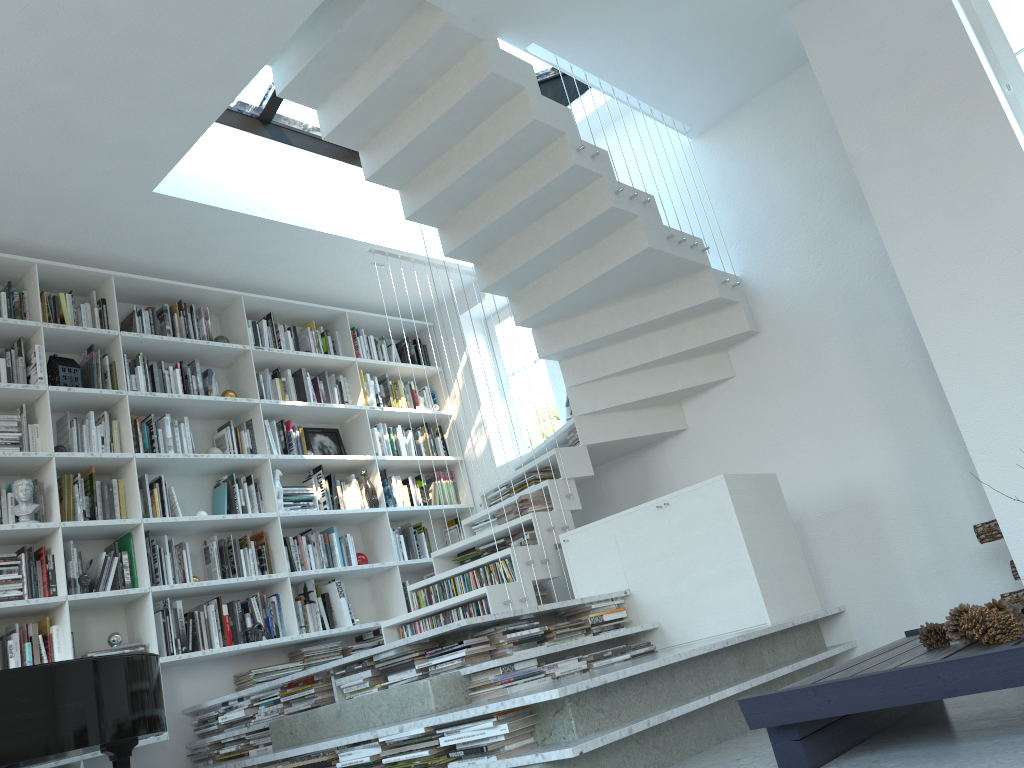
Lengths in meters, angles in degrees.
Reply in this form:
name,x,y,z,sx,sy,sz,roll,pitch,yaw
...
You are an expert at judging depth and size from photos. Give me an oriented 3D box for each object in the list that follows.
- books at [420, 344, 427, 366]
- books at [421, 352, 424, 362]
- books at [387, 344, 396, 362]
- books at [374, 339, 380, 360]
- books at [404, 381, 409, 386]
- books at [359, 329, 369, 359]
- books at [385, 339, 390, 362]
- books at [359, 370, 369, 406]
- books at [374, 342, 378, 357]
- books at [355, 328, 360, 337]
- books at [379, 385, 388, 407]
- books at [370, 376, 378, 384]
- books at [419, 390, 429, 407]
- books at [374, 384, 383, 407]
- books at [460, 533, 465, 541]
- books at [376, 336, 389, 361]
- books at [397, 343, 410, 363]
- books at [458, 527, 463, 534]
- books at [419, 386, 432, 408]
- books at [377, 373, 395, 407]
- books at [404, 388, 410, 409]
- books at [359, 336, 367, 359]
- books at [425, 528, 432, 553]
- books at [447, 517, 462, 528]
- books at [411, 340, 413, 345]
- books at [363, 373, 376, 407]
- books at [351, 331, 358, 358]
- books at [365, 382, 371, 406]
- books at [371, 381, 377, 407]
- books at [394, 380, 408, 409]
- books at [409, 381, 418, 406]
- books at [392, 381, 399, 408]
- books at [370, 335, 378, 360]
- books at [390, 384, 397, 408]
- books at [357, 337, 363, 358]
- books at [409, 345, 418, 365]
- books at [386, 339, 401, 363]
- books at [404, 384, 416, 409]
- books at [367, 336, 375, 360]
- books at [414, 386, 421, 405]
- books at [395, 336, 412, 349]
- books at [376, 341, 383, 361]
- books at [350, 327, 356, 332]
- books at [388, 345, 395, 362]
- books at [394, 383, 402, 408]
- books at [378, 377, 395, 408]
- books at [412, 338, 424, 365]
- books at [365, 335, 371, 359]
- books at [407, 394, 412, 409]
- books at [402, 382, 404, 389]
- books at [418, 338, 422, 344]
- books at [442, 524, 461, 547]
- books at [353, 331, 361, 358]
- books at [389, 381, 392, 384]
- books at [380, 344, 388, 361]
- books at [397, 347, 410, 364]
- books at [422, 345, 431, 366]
name,x,y,z,sx,sy,sz,roll,pitch,yaw
books,-0.751,-0.168,7.032,0.185,0.247,0.014,-28,-22,37
books,-0.758,-0.141,7.002,0.162,0.182,0.036,-28,-22,37
books,-0.947,-0.174,6.838,0.132,0.235,0.010,-28,-22,37
books,-1.062,-0.196,6.706,0.155,0.249,0.027,-28,-22,37
books,-0.811,0.142,6.798,0.151,0.293,0.011,-28,-22,37
books,-1.141,-0.235,6.615,0.185,0.305,0.012,-28,-22,37
books,-0.990,-0.196,6.785,0.143,0.262,0.015,-28,-22,37
books,-1.103,0.068,6.340,0.183,0.293,0.010,-28,-22,37
books,-1.066,-0.195,6.684,0.148,0.236,0.011,-28,-22,37
books,-1.162,-0.240,6.619,0.151,0.325,0.012,-28,-22,37
books,-0.972,0.128,6.489,0.135,0.211,0.025,-28,-22,37
books,-1.015,0.097,6.446,0.158,0.263,0.023,-28,-22,37
books,-0.715,0.180,6.857,0.181,0.213,0.023,-28,-22,37
books,-1.012,0.122,6.410,0.190,0.193,0.024,-28,-22,37
books,-0.406,1.221,6.590,0.167,0.181,0.028,-28,-22,37
books,-1.005,-0.205,6.781,0.160,0.284,0.012,-28,-22,37
books,-0.855,-0.176,6.925,0.161,0.246,0.068,-28,-22,37
books,-0.404,1.201,6.621,0.152,0.236,0.022,-28,-22,37
books,-0.695,0.167,6.906,0.163,0.257,0.029,-28,-22,37
books,-0.941,0.086,6.527,0.152,0.295,0.022,-28,-22,37
books,-0.844,0.163,6.701,0.187,0.212,0.013,-28,-22,37
books,-1.152,-0.209,6.584,0.183,0.243,0.023,-28,-22,37
books,-0.639,1.173,6.356,0.166,0.239,0.013,-28,-22,37
books,-0.407,1.169,6.650,0.130,0.314,0.013,-28,-21,37
books,-0.808,-0.188,7.000,0.140,0.291,0.012,-28,-22,37
books,-1.066,0.082,6.362,0.189,0.262,0.026,-28,-22,37
books,-1.202,-0.232,6.543,0.151,0.285,0.013,-28,-22,37
books,-1.082,0.111,6.340,0.166,0.204,0.024,-28,-22,37
books,-1.044,0.107,6.391,0.162,0.223,0.049,-28,-22,37
books,-0.889,0.126,6.601,0.248,0.241,0.042,-28,-22,37
books,-0.790,0.142,6.803,0.163,0.286,0.023,-28,-22,37
books,-0.906,0.121,6.563,0.166,0.237,0.012,-28,-22,37
books,-1.084,-0.208,6.674,0.179,0.263,0.029,-28,-22,37
books,-0.921,0.130,6.529,0.184,0.205,0.014,-28,-22,37
books,-1.169,-0.207,6.551,0.175,0.228,0.022,-28,-22,37
books,-0.811,-0.166,6.938,0.193,0.215,0.012,-28,-22,37
books,-0.927,-0.193,6.867,0.132,0.276,0.069,-28,-22,37
books,-0.803,0.148,6.767,0.161,0.260,0.022,-28,-22,37
books,-1.100,-0.208,6.654,0.163,0.258,0.022,-28,-22,37
books,-0.752,0.159,6.830,0.154,0.253,0.070,-28,-22,37
books,-0.830,-0.202,6.975,0.162,0.312,0.014,-28,-22,37
books,-1.037,-0.191,6.718,0.144,0.236,0.025,-28,-22,37
books,-1.185,-0.245,6.592,0.143,0.330,0.014,-28,-22,37
books,-0.957,-0.171,6.802,0.163,0.211,0.057,-28,-22,37
books,-0.889,0.125,6.564,0.175,0.221,0.013,-28,-22,37
books,-0.948,0.103,6.501,0.190,0.253,0.023,-28,-22,37
books,-0.777,-0.196,6.990,0.190,0.285,0.014,-28,-22,37
books,-1.122,-0.215,6.641,0.148,0.274,0.027,-28,-22,37
books,-0.826,0.190,6.747,0.157,0.182,0.034,-28,-22,37
books,-0.858,0.142,6.740,0.154,0.280,0.024,-28,-22,37
books,-0.745,-0.192,7.082,0.144,0.318,0.014,-28,-22,37
books,-0.433,1.189,6.590,0.161,0.253,0.012,-28,-22,37
books,-1.183,-0.228,6.542,0.185,0.268,0.012,-28,-22,37
books,-0.918,0.117,6.551,0.145,0.241,0.022,-28,-22,37
books,-1.009,-0.174,6.746,0.163,0.207,0.026,-28,-22,37
books,-0.868,-0.160,6.873,0.187,0.192,0.024,-28,-22,37
books,-0.728,-0.167,7.037,0.188,0.236,0.025,-28,-22,37
